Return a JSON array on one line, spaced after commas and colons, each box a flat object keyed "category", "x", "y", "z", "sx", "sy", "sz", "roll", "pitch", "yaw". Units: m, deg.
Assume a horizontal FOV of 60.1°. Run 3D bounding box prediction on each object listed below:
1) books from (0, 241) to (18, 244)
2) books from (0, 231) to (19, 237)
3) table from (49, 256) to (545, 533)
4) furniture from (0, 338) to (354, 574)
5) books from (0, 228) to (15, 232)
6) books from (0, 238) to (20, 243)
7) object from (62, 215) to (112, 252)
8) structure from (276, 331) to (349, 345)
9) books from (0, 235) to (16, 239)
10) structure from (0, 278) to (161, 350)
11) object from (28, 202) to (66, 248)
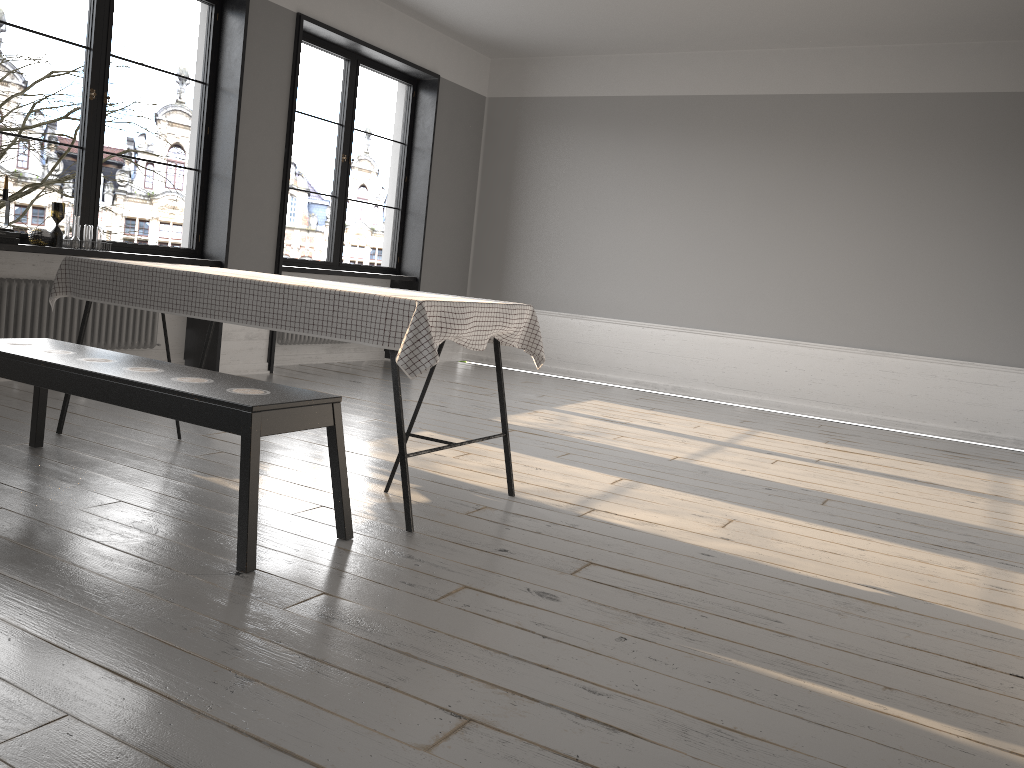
[{"category": "books", "x": -2.813, "y": -0.767, "z": 4.724, "sx": 0.162, "sy": 0.011, "sz": 0.268, "roll": 10, "pitch": 8, "yaw": 31}, {"category": "books", "x": -2.789, "y": -0.814, "z": 4.750, "sx": 0.163, "sy": 0.022, "sz": 0.198, "roll": 10, "pitch": 8, "yaw": 29}, {"category": "table", "x": -0.954, "y": -0.050, "z": 3.735, "sx": 2.033, "sy": 0.781, "sz": 0.932, "roll": 9, "pitch": 6, "yaw": 28}, {"category": "furniture", "x": -1.326, "y": 0.164, "z": 3.040, "sx": 1.676, "sy": 0.454, "sz": 0.466, "roll": 9, "pitch": 6, "yaw": 29}, {"category": "books", "x": -2.781, "y": -0.833, "z": 4.750, "sx": 0.124, "sy": 0.016, "sz": 0.154, "roll": 10, "pitch": 8, "yaw": 30}, {"category": "books", "x": -2.817, "y": -0.783, "z": 4.729, "sx": 0.184, "sy": 0.019, "sz": 0.272, "roll": 9, "pitch": 8, "yaw": 28}, {"category": "object", "x": -2.522, "y": -0.891, "z": 5.234, "sx": 0.154, "sy": 0.191, "sz": 0.268, "roll": 8, "pitch": 6, "yaw": 28}, {"category": "structure", "x": -1.522, "y": -0.551, "z": 7.444, "sx": 0.149, "sy": 0.426, "sz": 1.225, "roll": 8, "pitch": 7, "yaw": 26}, {"category": "books", "x": -2.808, "y": -0.797, "z": 4.733, "sx": 0.175, "sy": 0.011, "sz": 0.216, "roll": 10, "pitch": 8, "yaw": 34}, {"category": "structure", "x": -2.656, "y": -0.414, "z": 5.391, "sx": 0.149, "sy": 0.426, "sz": 1.225, "roll": 8, "pitch": 7, "yaw": 26}, {"category": "object", "x": -2.630, "y": -0.907, "z": 5.011, "sx": 0.115, "sy": 0.256, "sz": 0.194, "roll": 9, "pitch": 5, "yaw": 38}]
